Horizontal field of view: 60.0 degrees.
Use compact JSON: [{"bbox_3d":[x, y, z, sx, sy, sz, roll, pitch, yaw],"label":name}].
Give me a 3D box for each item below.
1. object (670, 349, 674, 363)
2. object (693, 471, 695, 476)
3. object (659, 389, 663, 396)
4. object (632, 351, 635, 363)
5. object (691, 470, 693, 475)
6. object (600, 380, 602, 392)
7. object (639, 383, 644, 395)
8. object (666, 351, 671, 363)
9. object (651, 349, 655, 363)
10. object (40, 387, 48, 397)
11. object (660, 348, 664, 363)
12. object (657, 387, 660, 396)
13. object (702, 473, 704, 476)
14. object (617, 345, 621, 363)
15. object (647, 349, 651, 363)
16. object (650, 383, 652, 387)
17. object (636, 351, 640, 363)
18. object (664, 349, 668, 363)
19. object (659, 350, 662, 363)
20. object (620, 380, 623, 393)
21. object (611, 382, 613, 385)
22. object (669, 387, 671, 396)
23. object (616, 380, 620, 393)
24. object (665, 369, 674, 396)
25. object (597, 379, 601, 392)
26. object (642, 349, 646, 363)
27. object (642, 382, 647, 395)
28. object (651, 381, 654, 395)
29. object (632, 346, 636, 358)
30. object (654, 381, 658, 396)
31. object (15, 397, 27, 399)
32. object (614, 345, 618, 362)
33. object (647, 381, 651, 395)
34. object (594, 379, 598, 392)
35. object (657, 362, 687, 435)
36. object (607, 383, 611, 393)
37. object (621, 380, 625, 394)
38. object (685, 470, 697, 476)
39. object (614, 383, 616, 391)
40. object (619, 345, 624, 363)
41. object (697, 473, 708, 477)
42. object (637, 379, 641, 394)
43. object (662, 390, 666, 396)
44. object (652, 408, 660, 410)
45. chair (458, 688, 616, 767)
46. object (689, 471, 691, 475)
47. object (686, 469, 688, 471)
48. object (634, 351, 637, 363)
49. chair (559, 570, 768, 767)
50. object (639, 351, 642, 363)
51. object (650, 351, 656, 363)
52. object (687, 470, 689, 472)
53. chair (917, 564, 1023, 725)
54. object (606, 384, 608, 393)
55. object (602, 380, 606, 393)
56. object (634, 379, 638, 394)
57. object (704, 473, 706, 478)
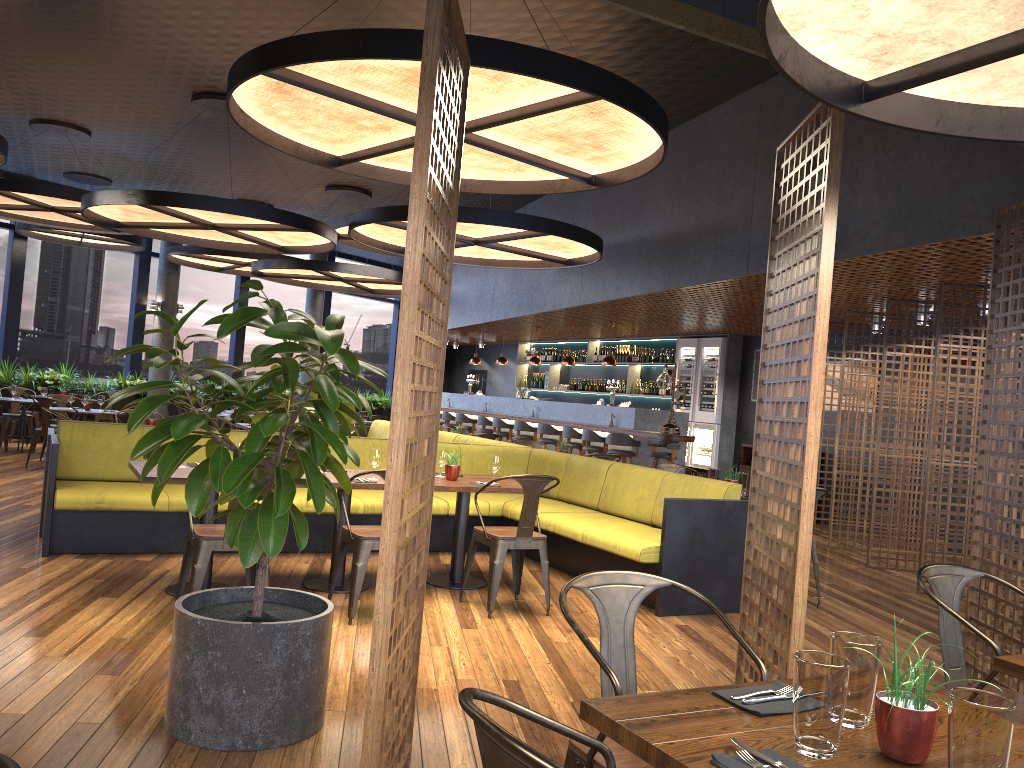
[{"bbox_3d":[2.817,-0.482,15.596,0.063,0.254,0.063,5,-1,-20],"label":"object"},{"bbox_3d":[3.001,1.539,14.652,0.057,0.205,0.056,4,-1,23],"label":"object"},{"bbox_3d":[2.651,0.071,15.668,0.079,0.281,0.079,4,-1,36],"label":"object"},{"bbox_3d":[2.253,-0.503,16.354,0.056,0.227,0.056,4,-1,24],"label":"object"},{"bbox_3d":[2.978,1.539,14.716,0.057,0.205,0.056,5,-1,-2],"label":"object"},{"bbox_3d":[1.749,0.040,17.455,0.063,0.254,0.063,6,-1,-41],"label":"object"},{"bbox_3d":[2.355,0.092,16.104,0.097,0.206,0.097,4,-1,31],"label":"object"},{"bbox_3d":[2.732,-0.468,15.488,0.097,0.206,0.097,4,-1,31],"label":"object"},{"bbox_3d":[2.544,-0.498,16.003,0.063,0.254,0.063,6,-1,-41],"label":"object"},{"bbox_3d":[-7.024,0.154,13.308,0.097,0.206,0.097,5,-1,-23],"label":"object"},{"bbox_3d":[2.640,-0.497,15.578,0.063,0.254,0.063,5,-1,0],"label":"object"},{"bbox_3d":[2.625,0.086,15.802,0.063,0.254,0.063,5,-1,-20],"label":"object"},{"bbox_3d":[3.085,1.541,14.361,0.056,0.205,0.056,6,-1,-37],"label":"object"},{"bbox_3d":[2.033,-0.567,16.790,0.084,0.330,0.084,5,-1,-21],"label":"object"},{"bbox_3d":[2.461,-0.506,15.958,0.063,0.254,0.063,4,-1,34],"label":"object"},{"bbox_3d":[2.503,0.094,16.004,0.088,0.224,0.088,5,-1,-33],"label":"object"},{"bbox_3d":[2.311,-0.500,16.246,0.056,0.227,0.056,6,-1,-41],"label":"object"},{"bbox_3d":[2.722,-0.489,15.638,0.063,0.254,0.063,4,-1,25],"label":"object"},{"bbox_3d":[2.649,-0.495,15.690,0.063,0.254,0.063,5,-1,14],"label":"object"},{"bbox_3d":[2.103,0.060,16.877,0.063,0.254,0.063,5,-1,-1],"label":"object"},{"bbox_3d":[1.944,0.075,17.154,0.097,0.206,0.097,5,-1,3],"label":"object"},{"bbox_3d":[2.784,0.026,15.364,0.091,0.369,0.092,4,-1,31],"label":"object"},{"bbox_3d":[2.011,0.050,16.719,0.063,0.254,0.063,5,-1,-21],"label":"object"},{"bbox_3d":[2.820,-0.018,15.301,0.161,0.475,0.300,5,-1,-28],"label":"object"},{"bbox_3d":[1.698,0.034,17.316,0.063,0.254,0.063,5,-1,9],"label":"object"},{"bbox_3d":[2.397,-0.510,16.062,0.063,0.254,0.063,5,-1,-31],"label":"object"},{"bbox_3d":[2.400,0.085,15.966,0.088,0.224,0.088,4,-1,32],"label":"object"},{"bbox_3d":[2.520,0.079,15.879,0.063,0.254,0.063,5,-1,0],"label":"object"},{"bbox_3d":[2.290,-0.549,16.566,0.084,0.330,0.084,5,-1,-21],"label":"object"},{"bbox_3d":[2.556,0.080,15.756,0.063,0.254,0.063,4,-1,25],"label":"object"},{"bbox_3d":[-7.442,0.216,13.438,0.157,0.019,0.255,6,-1,-41],"label":"object"},{"bbox_3d":[1.988,-0.569,16.872,0.084,0.330,0.084,5,-1,-21],"label":"object"},{"bbox_3d":[2.452,0.072,15.836,0.063,0.254,0.063,5,-1,-25],"label":"object"},{"bbox_3d":[1.651,0.031,17.405,0.063,0.254,0.063,4,-1,34],"label":"object"},{"bbox_3d":[2.108,0.184,11.716,0.263,0.944,0.566,6,-1,-35],"label":"object"},{"bbox_3d":[1.883,0.060,17.035,0.088,0.224,0.088,4,-1,32],"label":"object"},{"bbox_3d":[2.109,0.059,16.761,0.063,0.254,0.063,4,-1,34],"label":"object"},{"bbox_3d":[2.921,1.555,14.801,0.277,0.206,0.416,5,-1,-14],"label":"object"},{"bbox_3d":[1.937,0.045,16.807,0.063,0.254,0.063,6,-1,-35],"label":"object"},{"bbox_3d":[2.076,-0.565,16.707,0.084,0.330,0.084,5,-1,-21],"label":"object"},{"bbox_3d":[3.213,1.571,14.313,0.277,0.206,0.416,5,-1,-25],"label":"object"},{"bbox_3d":[2.338,0.056,16.257,0.079,0.281,0.079,4,-1,41],"label":"object"},{"bbox_3d":[2.695,0.074,15.584,0.079,0.281,0.079,5,-1,-34],"label":"object"},{"bbox_3d":[2.602,0.679,15.676,0.204,0.492,0.310,5,-1,-28],"label":"object"},{"bbox_3d":[0.156,0.960,1.397,0.541,0.917,0.504,5,-1,-28],"label":"chair"},{"bbox_3d":[2.931,1.533,14.634,0.056,0.205,0.056,5,-1,-11],"label":"object"},{"bbox_3d":[2.933,1.538,14.907,0.057,0.205,0.056,6,-1,-42],"label":"object"},{"bbox_3d":[2.282,-0.501,16.301,0.056,0.227,0.056,4,-1,39],"label":"object"},{"bbox_3d":[0.369,0.993,2.289,0.504,0.917,0.541,5,-1,-28],"label":"chair"},{"bbox_3d":[2.364,-0.495,16.276,0.056,0.227,0.056,5,-1,-26],"label":"object"},{"bbox_3d":[2.522,-0.479,15.851,0.097,0.206,0.097,4,-1,31],"label":"object"},{"bbox_3d":[2.913,1.532,14.698,0.056,0.205,0.056,5,-1,-31],"label":"object"},{"bbox_3d":[1.627,1.111,2.958,0.504,0.917,0.541,5,-1,-28],"label":"chair"},{"bbox_3d":[1.870,0.047,17.242,0.063,0.254,0.063,4,-1,20],"label":"object"},{"bbox_3d":[1.808,0.044,17.344,0.063,0.254,0.063,4,-1,34],"label":"object"},{"bbox_3d":[2.295,0.054,16.340,0.079,0.281,0.079,5,-1,-24],"label":"object"},{"bbox_3d":[3.107,1.542,14.297,0.056,0.205,0.056,4,-1,28],"label":"object"}]
